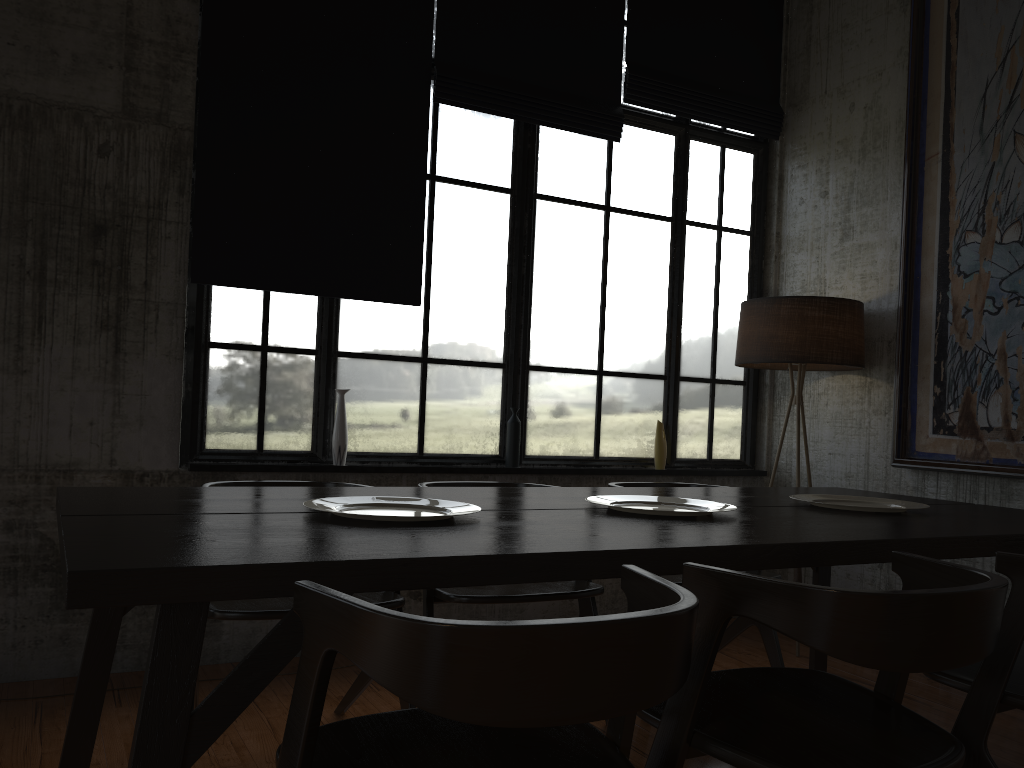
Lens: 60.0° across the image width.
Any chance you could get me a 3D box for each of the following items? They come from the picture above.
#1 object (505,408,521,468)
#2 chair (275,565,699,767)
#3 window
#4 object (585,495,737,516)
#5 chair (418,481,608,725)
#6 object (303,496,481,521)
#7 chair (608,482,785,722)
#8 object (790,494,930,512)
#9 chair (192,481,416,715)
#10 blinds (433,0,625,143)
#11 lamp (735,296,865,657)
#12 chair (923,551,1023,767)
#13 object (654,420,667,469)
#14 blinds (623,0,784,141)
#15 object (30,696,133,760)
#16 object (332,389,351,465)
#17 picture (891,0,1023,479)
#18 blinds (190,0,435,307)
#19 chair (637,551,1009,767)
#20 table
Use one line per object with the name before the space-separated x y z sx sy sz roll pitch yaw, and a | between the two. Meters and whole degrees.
object | 0.009 0.316 5.188 0.080 0.352 0.080 3 0 3
chair | -0.061 0.882 1.768 0.879 0.993 0.769 3 -1 -27
window | 0.096 -1.176 5.301 3.814 3.435 0.050 3 0 -28
object | 0.519 0.429 3.110 0.527 0.024 0.527 3 -2 -18
chair | -0.047 0.952 3.844 0.879 0.993 0.769 3 -1 -27
object | -0.355 0.375 2.650 0.527 0.024 0.527 3 -2 -18
chair | 0.848 1.008 4.325 0.879 0.993 0.769 3 -1 -28
object | 1.393 0.483 3.571 0.527 0.024 0.527 3 -2 -18
chair | -0.844 0.903 3.424 0.879 0.993 0.769 3 -1 -28
blinds | 0.154 -2.228 5.198 1.255 1.397 0.052 3 0 -28
lamp | 1.711 0.541 5.380 0.753 2.056 0.752 3 0 -16
chair | 1.691 0.989 2.643 0.879 0.993 0.769 3 -1 -32
object | 0.954 0.389 5.684 0.073 0.318 0.074 2 0 25
blinds | 1.301 -2.285 5.800 1.297 1.142 0.052 3 0 -28
object | 4.606 1.286 2.312 20.845 0.657 8.767 4 -2 -28
object | -0.909 0.229 4.708 0.082 0.410 0.082 2 0 23
picture | 2.674 -1.078 4.411 0.142 3.120 1.654 3 0 -28
blinds | -0.984 -1.728 4.635 1.216 2.533 0.034 3 0 -28
chair | 0.735 0.931 2.187 0.879 0.993 0.769 3 -1 -28
table | 0.448 0.944 3.148 3.705 1.006 1.638 3 -2 -28
